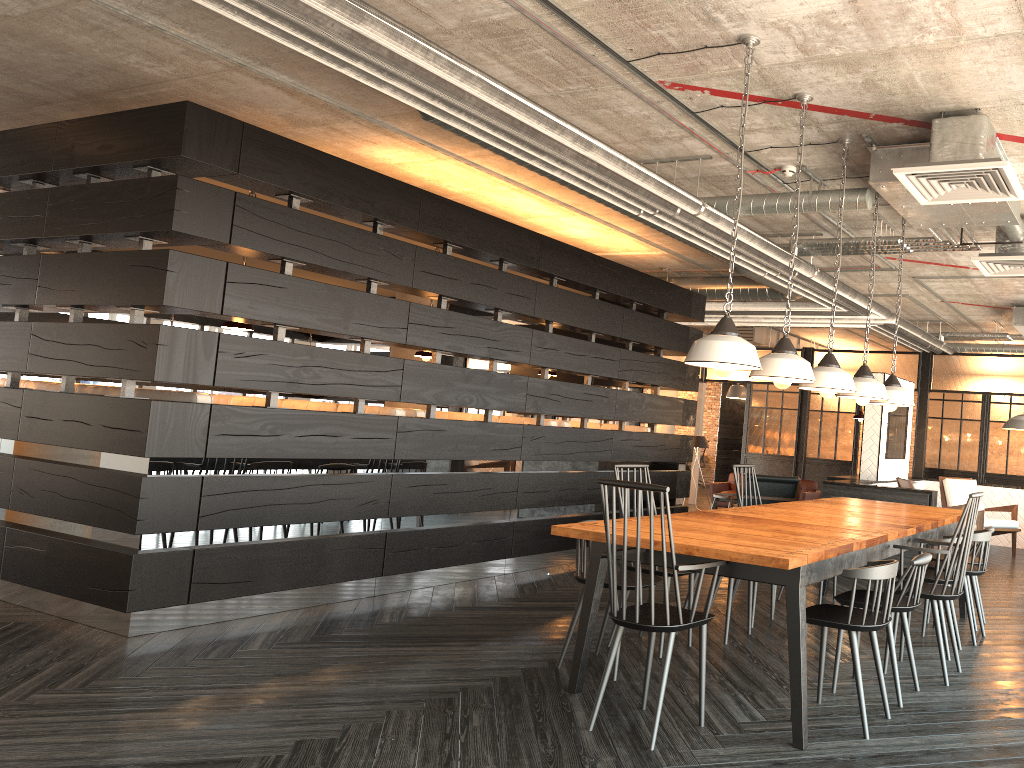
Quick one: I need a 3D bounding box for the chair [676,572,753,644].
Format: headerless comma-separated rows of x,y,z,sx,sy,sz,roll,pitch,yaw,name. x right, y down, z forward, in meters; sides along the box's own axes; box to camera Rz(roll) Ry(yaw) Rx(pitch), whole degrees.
1.300,1.193,5.194,0.388,0.738,0.427,3,-3,34,chair

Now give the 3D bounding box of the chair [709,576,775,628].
1.586,1.240,5.676,0.404,0.726,0.427,3,-3,33,chair

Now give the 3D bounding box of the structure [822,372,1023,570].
5.839,1.032,9.876,3.456,2.116,4.221,3,-3,34,structure

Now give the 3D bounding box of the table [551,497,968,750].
1.886,1.207,5.097,1.038,0.792,4.281,3,-3,37,table

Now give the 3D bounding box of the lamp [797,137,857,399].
1.976,-0.777,5.055,0.422,1.738,0.309,8,-4,-45,lamp

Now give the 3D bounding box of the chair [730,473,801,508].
3.189,1.521,10.552,0.771,0.796,0.997,5,-3,1,chair

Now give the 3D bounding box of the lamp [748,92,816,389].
1.510,-0.836,4.451,0.332,1.738,0.400,4,-3,23,lamp

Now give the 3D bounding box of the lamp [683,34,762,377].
1.042,-0.896,3.846,0.402,1.738,0.329,6,-3,-16,lamp

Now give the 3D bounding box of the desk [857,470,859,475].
6.201,1.989,15.635,0.698,0.721,1.877,3,-3,37,desk

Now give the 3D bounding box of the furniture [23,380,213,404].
-2.404,0.650,5.195,1.643,1.261,0.674,3,-3,30,furniture

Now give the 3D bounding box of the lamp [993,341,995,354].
9.084,-0.132,15.226,0.261,0.858,3.897,3,-3,38,lamp

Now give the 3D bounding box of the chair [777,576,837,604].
2.354,1.326,6.528,0.388,0.738,0.427,3,-3,34,chair

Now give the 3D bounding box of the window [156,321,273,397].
-5.393,0.000,14.926,0.214,2.876,2.844,3,-3,38,window

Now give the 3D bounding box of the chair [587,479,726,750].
0.610,0.925,3.501,0.393,1.033,0.564,3,-4,39,chair

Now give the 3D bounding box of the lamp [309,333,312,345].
-2.444,-0.734,10.176,0.216,1.051,0.171,6,-3,-19,lamp

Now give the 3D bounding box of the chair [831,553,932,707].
1.884,1.206,4.259,0.404,0.726,0.427,3,-3,33,chair

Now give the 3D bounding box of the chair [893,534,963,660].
2.615,1.294,5.226,0.388,0.738,0.427,3,-3,34,chair

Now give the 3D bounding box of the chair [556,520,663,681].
0.528,1.100,4.321,0.388,0.738,0.427,3,-3,34,chair

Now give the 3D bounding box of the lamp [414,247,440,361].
-0.693,-0.720,7.207,0.165,1.051,0.223,3,-4,42,lamp

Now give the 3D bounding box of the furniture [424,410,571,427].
-0.324,0.915,7.888,1.641,1.261,1.218,3,-3,32,furniture

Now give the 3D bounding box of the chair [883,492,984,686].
2.354,1.105,4.685,0.427,1.033,0.522,3,-3,34,chair

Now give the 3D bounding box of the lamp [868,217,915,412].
2.910,-0.658,6.263,0.423,1.738,0.309,8,-4,-38,lamp

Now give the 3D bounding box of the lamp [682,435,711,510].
3.146,1.438,13.392,0.896,1.179,0.515,5,-3,-10,lamp

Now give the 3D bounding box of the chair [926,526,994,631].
3.272,1.385,6.097,0.404,0.726,0.427,3,-3,33,chair

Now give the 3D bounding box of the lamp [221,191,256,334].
-1.835,-0.865,5.728,0.173,1.051,0.215,4,-3,27,lamp

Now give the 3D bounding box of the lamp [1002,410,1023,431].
6.103,-0.226,9.844,0.433,1.546,0.586,3,-4,42,lamp

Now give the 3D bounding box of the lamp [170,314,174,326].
-3.548,-0.875,8.746,0.203,1.051,0.185,5,-3,-4,lamp

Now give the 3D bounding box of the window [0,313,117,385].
-7.348,-0.249,12.396,0.214,2.876,2.844,3,-3,38,window

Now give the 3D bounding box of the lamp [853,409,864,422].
4.334,0.383,10.293,0.234,0.171,0.190,5,-3,-1,lamp

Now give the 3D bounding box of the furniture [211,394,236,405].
-3.131,0.762,9.401,1.649,1.261,1.218,3,-3,32,furniture

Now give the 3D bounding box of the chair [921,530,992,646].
3.014,1.342,5.661,0.388,0.738,0.427,3,-3,34,chair

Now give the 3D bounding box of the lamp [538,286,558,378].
0.412,-0.579,8.636,0.173,1.051,0.215,4,-3,27,lamp

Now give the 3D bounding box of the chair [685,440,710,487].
4.073,1.785,18.925,0.609,1.063,0.789,3,-3,34,chair

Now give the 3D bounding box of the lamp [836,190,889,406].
2.443,-0.717,5.659,0.423,1.738,0.309,8,-4,-38,lamp

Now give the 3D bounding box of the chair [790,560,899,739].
1.512,1.154,3.791,0.388,0.738,0.427,3,-3,34,chair

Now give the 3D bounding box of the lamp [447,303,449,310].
-0.729,-1.134,9.727,0.378,1.504,0.511,3,-4,42,lamp

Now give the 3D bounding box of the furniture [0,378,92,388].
-4.303,0.613,7.885,1.649,1.261,1.218,3,-3,32,furniture

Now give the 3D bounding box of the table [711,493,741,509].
3.223,1.788,11.909,0.629,0.372,0.798,3,-3,29,table

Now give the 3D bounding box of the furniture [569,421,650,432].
0.600,1.032,9.083,1.643,1.261,0.673,3,-3,30,furniture

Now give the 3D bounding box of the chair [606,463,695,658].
0.835,0.994,4.810,0.427,1.033,0.522,3,-3,34,chair

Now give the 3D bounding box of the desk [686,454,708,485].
3.714,1.937,19.075,0.698,0.721,1.877,3,-3,37,desk

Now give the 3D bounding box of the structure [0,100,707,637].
-2.239,0.023,7.933,5.327,2.744,6.249,3,-3,34,structure

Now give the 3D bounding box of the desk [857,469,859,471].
7.346,2.134,17.116,0.698,0.721,1.877,3,-3,37,desk

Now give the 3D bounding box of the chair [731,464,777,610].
1.874,1.127,6.154,0.427,1.033,0.522,3,-3,34,chair

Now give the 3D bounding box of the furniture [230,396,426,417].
-1.496,0.765,6.371,1.641,1.261,1.218,3,-3,32,furniture

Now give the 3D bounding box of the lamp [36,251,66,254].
-3.362,-1.469,6.320,0.378,1.504,0.511,3,-4,42,lamp

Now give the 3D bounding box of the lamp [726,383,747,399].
4.537,-0.464,16.542,0.465,1.504,0.424,5,-3,-4,lamp

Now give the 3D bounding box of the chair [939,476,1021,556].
5.885,1.670,10.572,0.796,0.907,0.846,6,-3,-15,chair

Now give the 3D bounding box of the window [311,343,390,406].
-3.434,0.249,17.461,0.214,2.876,2.844,3,-3,38,window

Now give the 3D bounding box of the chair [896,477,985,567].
4.737,1.529,9.217,0.952,0.907,0.714,5,-3,1,chair

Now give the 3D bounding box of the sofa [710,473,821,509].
3.877,1.741,12.767,1.415,0.638,0.765,3,-3,30,sofa
